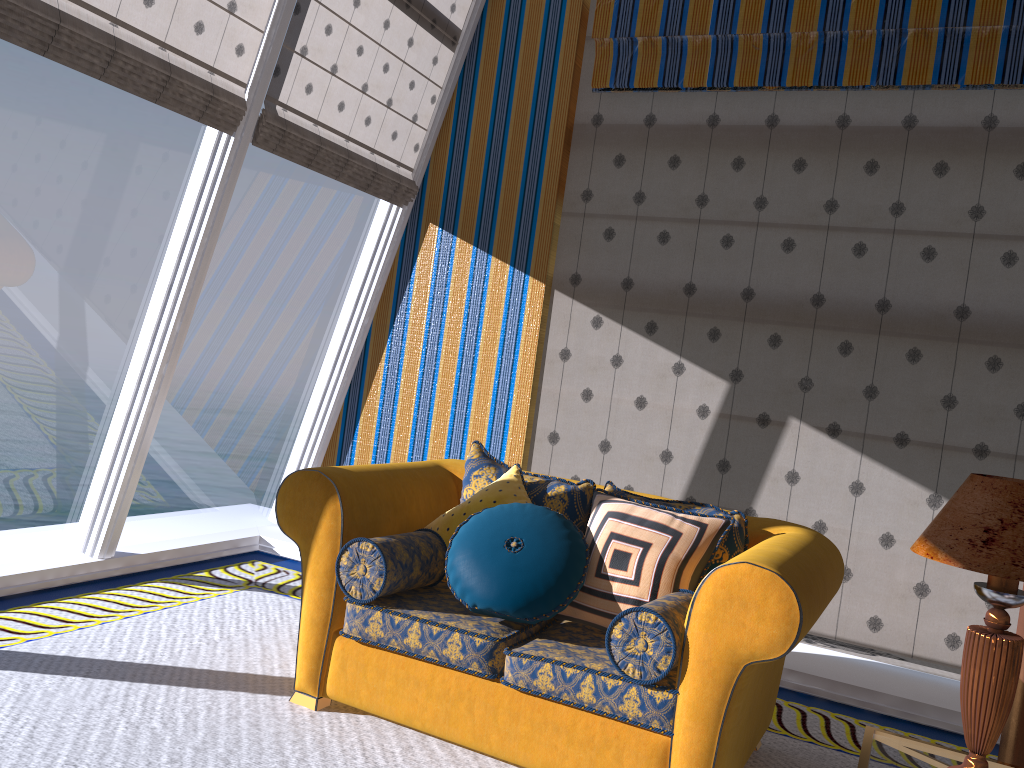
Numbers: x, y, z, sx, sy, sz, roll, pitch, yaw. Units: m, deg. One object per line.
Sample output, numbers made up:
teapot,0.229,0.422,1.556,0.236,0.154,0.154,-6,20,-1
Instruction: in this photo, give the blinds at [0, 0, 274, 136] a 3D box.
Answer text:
blinds,-0.946,-2.785,3.211,0.867,3.394,1.376,8,1,25

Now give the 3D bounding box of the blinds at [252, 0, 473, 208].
blinds,-0.314,-2.715,4.566,0.867,3.394,1.376,8,1,25

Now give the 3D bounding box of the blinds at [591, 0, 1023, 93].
blinds,1.808,-2.932,4.322,2.638,2.990,0.153,8,1,24

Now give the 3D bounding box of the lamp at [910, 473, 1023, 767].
lamp,1.211,0.629,2.218,0.445,0.783,0.448,8,1,10

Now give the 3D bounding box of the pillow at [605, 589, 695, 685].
pillow,0.455,0.756,2.687,0.213,0.219,0.376,8,1,30

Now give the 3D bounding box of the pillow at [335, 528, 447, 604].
pillow,-0.414,0.632,3.119,0.213,0.219,0.381,8,1,30

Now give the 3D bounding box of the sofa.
sofa,0.145,0.818,3.202,1.831,0.854,1.020,8,1,26

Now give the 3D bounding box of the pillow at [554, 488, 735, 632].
pillow,0.438,0.629,3.000,0.517,0.456,0.330,8,1,24

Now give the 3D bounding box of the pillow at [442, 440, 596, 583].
pillow,-0.020,0.588,3.421,0.594,0.673,0.358,8,1,33

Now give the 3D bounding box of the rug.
rug,0.592,1.314,2.140,6.204,0.011,3.623,8,1,24

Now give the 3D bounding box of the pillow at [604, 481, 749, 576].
pillow,0.507,0.694,3.187,0.608,0.610,0.343,8,1,30

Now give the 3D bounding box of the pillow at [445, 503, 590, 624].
pillow,0.015,0.594,2.968,0.463,0.367,0.388,8,1,-15

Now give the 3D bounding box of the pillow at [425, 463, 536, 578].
pillow,-0.039,0.541,3.259,0.605,0.491,0.234,8,1,30

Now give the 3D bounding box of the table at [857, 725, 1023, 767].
table,1.249,1.218,1.976,0.966,0.369,0.914,8,1,25
